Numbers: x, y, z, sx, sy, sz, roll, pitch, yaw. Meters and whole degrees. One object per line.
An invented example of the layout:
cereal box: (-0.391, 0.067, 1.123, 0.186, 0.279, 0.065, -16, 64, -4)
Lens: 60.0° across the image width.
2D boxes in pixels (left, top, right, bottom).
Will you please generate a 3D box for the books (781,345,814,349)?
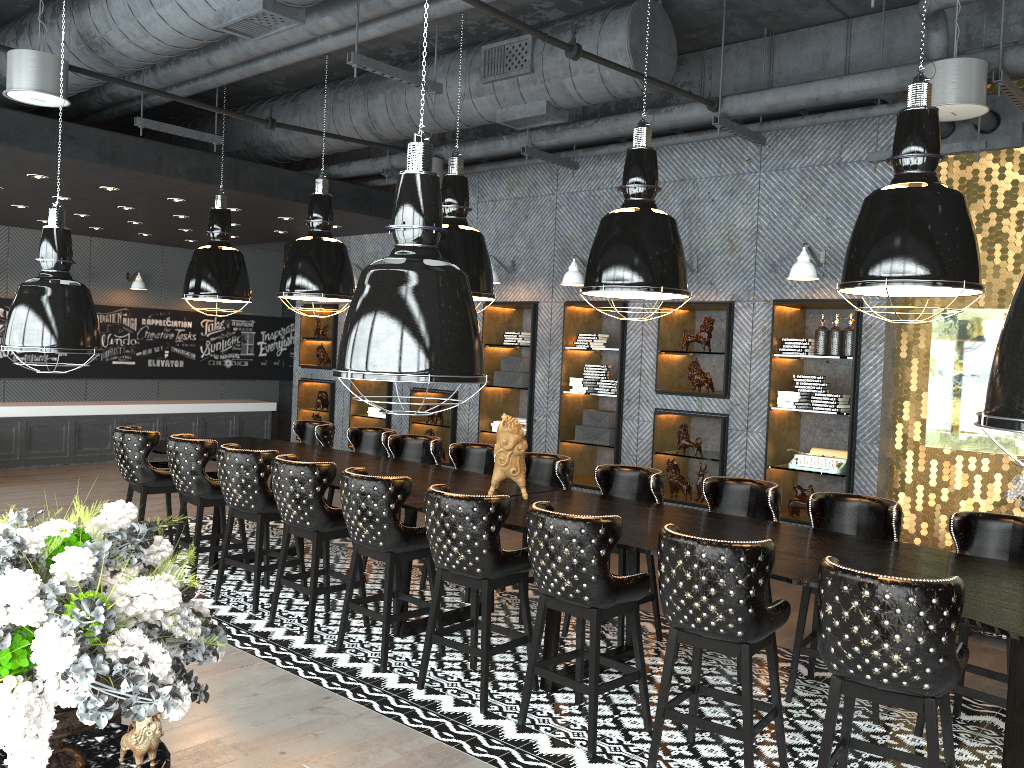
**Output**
books: (2.425, -0.311, 7.460, 0.245, 0.028, 0.193, 4, 3, 43)

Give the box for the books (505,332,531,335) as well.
books: (0.075, -0.541, 9.521, 0.245, 0.028, 0.193, 4, 3, 44)

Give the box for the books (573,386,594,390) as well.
books: (0.752, 0.040, 8.870, 0.193, 0.028, 0.245, 4, 3, 40)

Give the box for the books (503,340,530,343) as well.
books: (0.057, -0.457, 9.522, 0.193, 0.028, 0.245, 1, 2, -38)

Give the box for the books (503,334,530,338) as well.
books: (0.057, -0.515, 9.563, 0.193, 0.028, 0.245, 1, 3, -43)

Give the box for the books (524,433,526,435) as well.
books: (0.114, 0.519, 9.404, 0.228, 0.023, 0.167, 4, 3, 41)

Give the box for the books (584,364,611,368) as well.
books: (0.856, -0.179, 8.837, 0.245, 0.028, 0.193, 3, 2, 16)

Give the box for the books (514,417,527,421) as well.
books: (0.139, 0.370, 9.429, 0.212, 0.024, 0.185, 4, 2, 36)

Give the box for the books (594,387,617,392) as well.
books: (0.956, 0.055, 8.715, 0.193, 0.028, 0.245, 1, 2, -38)

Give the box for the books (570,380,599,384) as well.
books: (0.730, -0.017, 8.872, 0.245, 0.028, 0.193, 1, 2, -36)

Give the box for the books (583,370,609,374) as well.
books: (0.840, -0.124, 8.851, 0.245, 0.028, 0.193, 3, 2, 11)

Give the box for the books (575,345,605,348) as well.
books: (0.787, -0.375, 8.883, 0.193, 0.028, 0.245, 1, 2, -33)

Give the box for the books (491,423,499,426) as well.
books: (-0.086, 0.443, 9.665, 0.175, 0.024, 0.243, 4, 3, 40)

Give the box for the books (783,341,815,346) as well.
books: (2.440, -0.339, 7.460, 0.245, 0.028, 0.193, 4, 3, 41)

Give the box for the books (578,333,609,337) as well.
books: (0.820, -0.488, 8.908, 0.245, 0.028, 0.193, 4, 3, 41)

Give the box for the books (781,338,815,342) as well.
books: (2.425, -0.368, 7.474, 0.245, 0.028, 0.193, 4, 3, 44)

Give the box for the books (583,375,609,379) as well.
books: (0.839, -0.066, 8.819, 0.245, 0.028, 0.193, 3, 2, 10)

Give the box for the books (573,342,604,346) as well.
books: (0.767, -0.405, 8.900, 0.193, 0.028, 0.245, 1, 2, -38)

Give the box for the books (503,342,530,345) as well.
books: (0.056, -0.430, 9.536, 0.245, 0.028, 0.193, 4, 3, 41)

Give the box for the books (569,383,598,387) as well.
books: (0.727, 0.009, 8.916, 0.245, 0.028, 0.193, 1, 3, -43)

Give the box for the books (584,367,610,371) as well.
books: (0.841, -0.152, 8.831, 0.245, 0.028, 0.193, 3, 2, 2)

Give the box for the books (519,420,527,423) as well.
books: (0.127, 0.392, 9.409, 0.206, 0.020, 0.197, 4, 3, 43)

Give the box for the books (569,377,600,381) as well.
books: (0.730, -0.046, 8.899, 0.245, 0.028, 0.193, 1, 3, -42)

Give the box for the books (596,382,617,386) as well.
books: (0.979, -0.002, 8.748, 0.245, 0.028, 0.193, 4, 2, 31)

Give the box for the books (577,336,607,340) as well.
books: (0.806, -0.460, 8.906, 0.245, 0.028, 0.193, 4, 2, 33)

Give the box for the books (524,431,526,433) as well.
books: (0.114, 0.498, 9.413, 0.158, 0.021, 0.224, 1, 3, -40)

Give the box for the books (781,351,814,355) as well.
books: (2.428, -0.255, 7.470, 0.193, 0.028, 0.245, 1, 3, -44)

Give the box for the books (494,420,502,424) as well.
books: (-0.071, 0.418, 9.626, 0.179, 0.029, 0.225, 3, 2, 26)

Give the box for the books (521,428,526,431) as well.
books: (0.114, 0.477, 9.414, 0.228, 0.022, 0.202, 4, 3, 44)

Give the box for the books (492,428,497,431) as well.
books: (-0.071, 0.497, 9.631, 0.243, 0.034, 0.179, 3, 2, 20)

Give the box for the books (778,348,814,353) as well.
books: (2.401, -0.285, 7.481, 0.193, 0.028, 0.245, 1, 3, -45)

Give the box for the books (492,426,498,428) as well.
books: (-0.087, 0.468, 9.634, 0.227, 0.024, 0.166, 3, 2, 9)

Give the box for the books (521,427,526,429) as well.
books: (0.112, 0.456, 9.407, 0.264, 0.019, 0.205, 4, 3, 40)

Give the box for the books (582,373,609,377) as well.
books: (0.834, -0.095, 8.813, 0.245, 0.028, 0.193, 3, 2, 13)

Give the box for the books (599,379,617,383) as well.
books: (1.016, -0.028, 8.730, 0.245, 0.028, 0.193, 4, 2, 36)

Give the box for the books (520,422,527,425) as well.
books: (0.146, 0.414, 9.425, 0.247, 0.023, 0.244, 3, 2, 26)

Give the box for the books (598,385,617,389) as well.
books: (1.006, 0.027, 8.751, 0.245, 0.028, 0.193, 4, 2, 37)

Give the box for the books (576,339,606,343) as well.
books: (0.796, -0.432, 8.901, 0.193, 0.028, 0.245, 1, 3, -41)

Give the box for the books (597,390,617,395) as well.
books: (0.989, 0.084, 8.725, 0.193, 0.028, 0.245, 1, 3, -45)

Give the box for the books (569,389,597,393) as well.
books: (0.721, 0.066, 8.897, 0.193, 0.028, 0.245, 4, 2, 34)

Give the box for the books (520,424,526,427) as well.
books: (0.116, 0.435, 9.419, 0.197, 0.023, 0.248, 1, 2, -32)

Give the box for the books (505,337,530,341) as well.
books: (0.075, -0.485, 9.520, 0.245, 0.028, 0.193, 4, 2, 32)
